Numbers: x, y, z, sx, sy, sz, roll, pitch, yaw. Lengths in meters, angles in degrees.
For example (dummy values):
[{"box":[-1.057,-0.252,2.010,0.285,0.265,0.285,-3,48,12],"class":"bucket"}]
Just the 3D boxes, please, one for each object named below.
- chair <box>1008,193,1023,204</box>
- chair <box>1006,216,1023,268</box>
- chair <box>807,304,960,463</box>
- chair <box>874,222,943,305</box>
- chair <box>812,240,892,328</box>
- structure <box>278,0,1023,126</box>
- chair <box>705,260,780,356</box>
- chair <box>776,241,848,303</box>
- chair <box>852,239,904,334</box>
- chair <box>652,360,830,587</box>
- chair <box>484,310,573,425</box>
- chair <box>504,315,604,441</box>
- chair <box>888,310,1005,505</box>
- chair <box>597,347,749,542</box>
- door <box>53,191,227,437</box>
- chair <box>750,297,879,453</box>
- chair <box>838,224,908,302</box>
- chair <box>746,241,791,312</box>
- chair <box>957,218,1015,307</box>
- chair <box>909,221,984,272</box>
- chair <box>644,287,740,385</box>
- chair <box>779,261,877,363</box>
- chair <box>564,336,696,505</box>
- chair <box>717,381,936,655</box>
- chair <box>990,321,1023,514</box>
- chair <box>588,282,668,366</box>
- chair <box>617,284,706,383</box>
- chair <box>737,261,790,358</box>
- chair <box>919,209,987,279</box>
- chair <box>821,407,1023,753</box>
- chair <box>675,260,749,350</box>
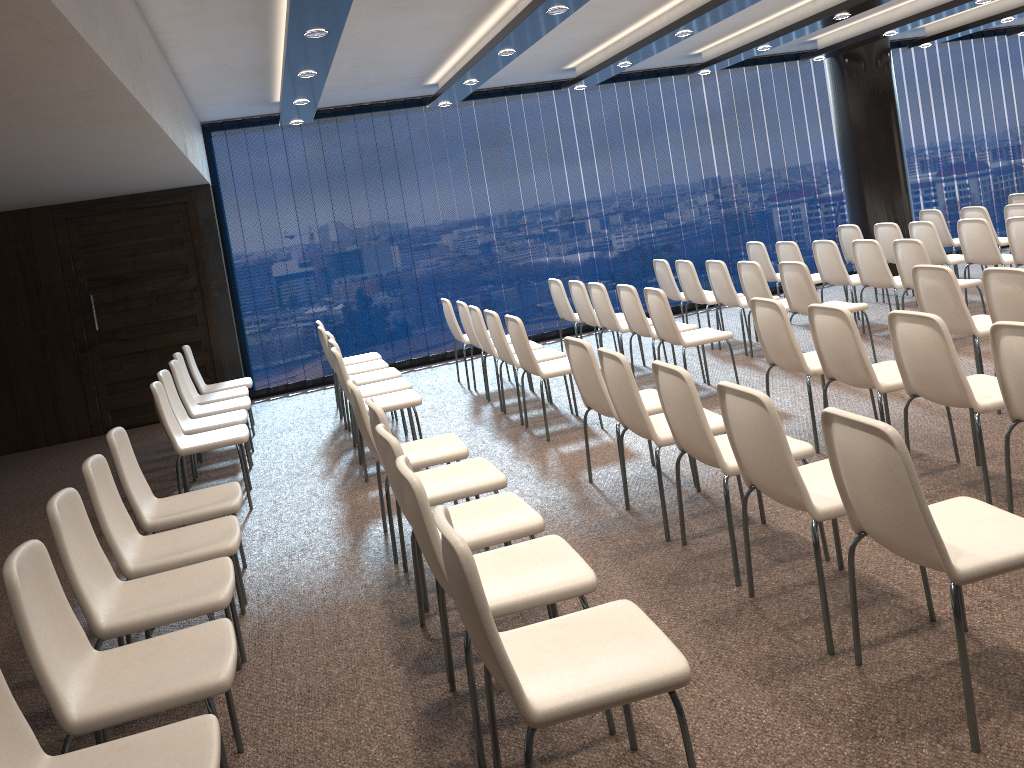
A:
[{"box":[6.462,-1.927,10.716,0.561,0.892,0.534,-10,5,-14],"class":"chair"},{"box":[4.780,-1.086,7.788,0.562,0.892,0.534,-10,5,-15],"class":"chair"},{"box":[1.956,-0.031,4.691,0.561,0.892,0.534,-10,5,-14],"class":"chair"},{"box":[4.303,-1.345,9.499,0.562,0.892,0.533,-11,5,-16],"class":"chair"},{"box":[3.318,-1.010,8.590,0.562,0.892,0.534,-10,5,-15],"class":"chair"},{"box":[4.843,-3.591,7.130,13.238,0.228,8.142,-12,11,-15],"class":"structure"},{"box":[2.198,-0.775,8.298,0.561,0.892,0.534,-10,5,-13],"class":"chair"},{"box":[3.131,-1.094,9.170,0.562,0.892,0.533,-10,5,-16],"class":"chair"},{"box":[3.473,-0.917,7.986,0.562,0.892,0.534,-10,5,-15],"class":"chair"},{"box":[0.969,0.297,3.816,0.561,0.892,0.534,-10,5,-13],"class":"chair"},{"box":[0.125,-0.201,7.054,0.562,0.892,0.534,-10,5,-15],"class":"chair"},{"box":[0.299,-0.114,6.465,0.562,0.892,0.534,-10,5,-15],"class":"chair"},{"box":[2.144,0.052,4.110,0.561,0.892,0.534,-10,5,-14],"class":"chair"},{"box":[0.784,0.217,4.376,0.561,0.892,0.534,-10,5,-13],"class":"chair"},{"box":[-3.924,-0.771,9.378,1.410,2.385,0.269,-10,3,-15],"class":"door"},{"box":[1.805,-0.124,5.287,0.561,0.892,0.534,-10,5,-12],"class":"chair"},{"box":[4.128,-1.433,10.092,0.562,0.892,0.534,-10,5,-15],"class":"chair"},{"box":[2.980,-1.186,9.767,0.561,0.892,0.534,-10,5,-13],"class":"chair"},{"box":[4.639,-1.178,8.373,0.562,0.892,0.533,-10,5,-16],"class":"chair"},{"box":[4.445,-1.264,8.968,0.561,0.892,0.534,-10,5,-13],"class":"chair"},{"box":[1.382,-0.351,6.798,0.561,0.892,0.534,-10,5,-13],"class":"chair"},{"box":[2.537,-0.598,7.118,0.562,0.892,0.533,-10,5,-16],"class":"chair"},{"box":[0.650,0.129,4.937,0.562,0.892,0.533,-11,5,-16],"class":"chair"},{"box":[1.120,0.389,3.222,0.561,0.892,0.534,-10,5,-14],"class":"chair"},{"box":[2.300,0.146,3.503,0.562,0.892,0.533,-10,5,-16],"class":"chair"},{"box":[1.049,-0.527,7.970,0.562,0.892,0.534,-10,5,-15],"class":"chair"},{"box":[1.241,-0.443,7.382,0.561,0.892,0.534,-10,5,-14],"class":"chair"},{"box":[2.348,-0.682,7.704,0.561,0.892,0.534,-10,5,-14],"class":"chair"},{"box":[5.221,-1.669,10.412,0.561,0.892,0.534,-10,5,-13],"class":"chair"},{"box":[1.307,0.473,2.642,0.561,0.892,0.534,-10,5,-13],"class":"chair"},{"box":[2.013,-0.854,8.857,0.561,0.892,0.534,-10,5,-14],"class":"chair"}]
